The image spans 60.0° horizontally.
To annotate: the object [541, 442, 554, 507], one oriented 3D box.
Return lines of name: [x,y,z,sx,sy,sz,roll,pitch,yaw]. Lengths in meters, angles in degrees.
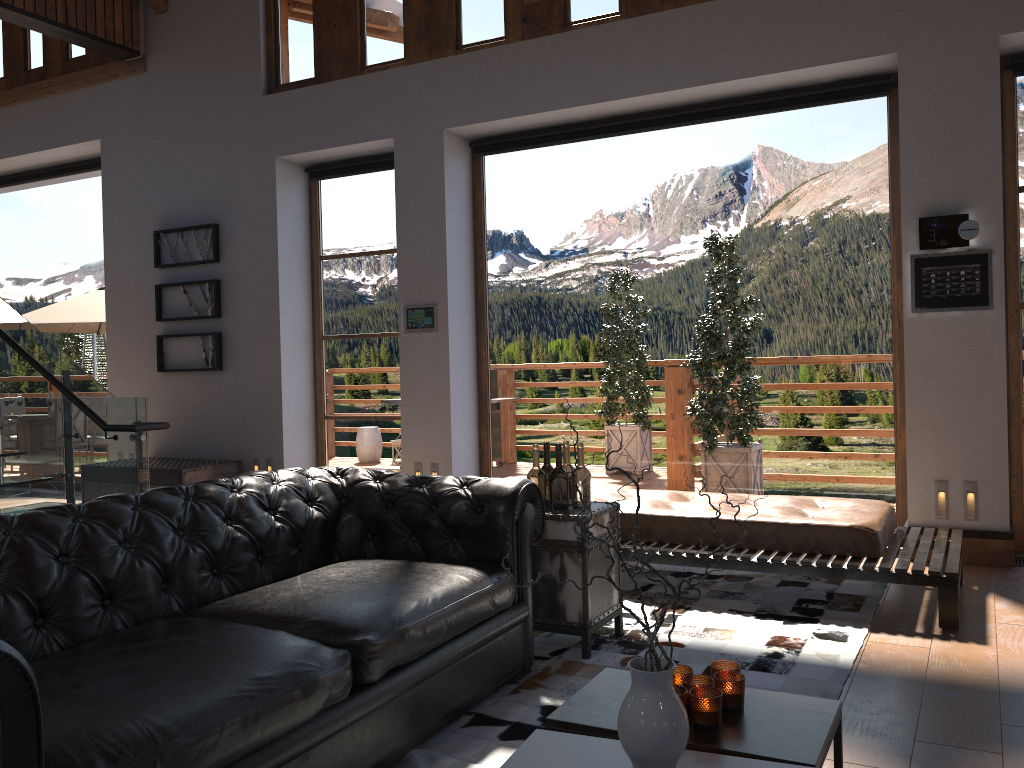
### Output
object: [0.160,0.403,3.989,0.088,0.286,0.087,-2,1,-23]

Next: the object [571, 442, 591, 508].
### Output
object: [0.305,0.401,3.916,0.086,0.286,0.089,-1,1,38]

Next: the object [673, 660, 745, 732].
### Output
object: [0.478,0.780,2.229,0.305,0.081,0.244,-2,1,-24]

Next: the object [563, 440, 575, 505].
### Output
object: [0.249,0.400,4.018,0.086,0.286,0.089,-1,1,40]

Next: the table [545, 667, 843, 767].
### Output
table: [0.468,0.996,2.239,0.644,0.350,0.404,-1,1,27]

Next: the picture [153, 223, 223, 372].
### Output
picture: [-2.961,-0.771,8.087,0.766,1.312,0.060,-1,1,27]

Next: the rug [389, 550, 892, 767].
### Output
rug: [0.286,1.119,4.071,2.407,0.053,3.847,-1,1,28]

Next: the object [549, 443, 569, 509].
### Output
object: [0.207,0.404,3.904,0.087,0.286,0.087,-1,0,5]

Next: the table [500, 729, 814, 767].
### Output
table: [0.283,1.009,1.837,0.645,0.350,0.403,-1,1,22]

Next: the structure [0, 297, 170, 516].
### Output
structure: [-5.422,0.802,8.832,10.917,6.397,9.304,-1,1,27]

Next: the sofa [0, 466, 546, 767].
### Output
sofa: [-0.953,0.783,2.807,1.227,0.838,2.591,-1,1,27]

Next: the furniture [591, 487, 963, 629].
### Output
furniture: [1.070,0.885,5.135,2.732,0.436,1.187,-1,1,27]

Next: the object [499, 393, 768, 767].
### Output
object: [0.265,0.429,1.880,0.612,0.808,0.411,-1,1,39]

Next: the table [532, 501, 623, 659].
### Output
table: [0.229,0.846,3.939,0.413,0.609,0.409,-1,1,28]

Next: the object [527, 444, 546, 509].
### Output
object: [0.108,0.406,3.899,0.087,0.286,0.088,-1,0,5]

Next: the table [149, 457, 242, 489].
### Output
table: [-3.063,0.920,7.772,1.242,0.469,0.691,-1,1,27]
